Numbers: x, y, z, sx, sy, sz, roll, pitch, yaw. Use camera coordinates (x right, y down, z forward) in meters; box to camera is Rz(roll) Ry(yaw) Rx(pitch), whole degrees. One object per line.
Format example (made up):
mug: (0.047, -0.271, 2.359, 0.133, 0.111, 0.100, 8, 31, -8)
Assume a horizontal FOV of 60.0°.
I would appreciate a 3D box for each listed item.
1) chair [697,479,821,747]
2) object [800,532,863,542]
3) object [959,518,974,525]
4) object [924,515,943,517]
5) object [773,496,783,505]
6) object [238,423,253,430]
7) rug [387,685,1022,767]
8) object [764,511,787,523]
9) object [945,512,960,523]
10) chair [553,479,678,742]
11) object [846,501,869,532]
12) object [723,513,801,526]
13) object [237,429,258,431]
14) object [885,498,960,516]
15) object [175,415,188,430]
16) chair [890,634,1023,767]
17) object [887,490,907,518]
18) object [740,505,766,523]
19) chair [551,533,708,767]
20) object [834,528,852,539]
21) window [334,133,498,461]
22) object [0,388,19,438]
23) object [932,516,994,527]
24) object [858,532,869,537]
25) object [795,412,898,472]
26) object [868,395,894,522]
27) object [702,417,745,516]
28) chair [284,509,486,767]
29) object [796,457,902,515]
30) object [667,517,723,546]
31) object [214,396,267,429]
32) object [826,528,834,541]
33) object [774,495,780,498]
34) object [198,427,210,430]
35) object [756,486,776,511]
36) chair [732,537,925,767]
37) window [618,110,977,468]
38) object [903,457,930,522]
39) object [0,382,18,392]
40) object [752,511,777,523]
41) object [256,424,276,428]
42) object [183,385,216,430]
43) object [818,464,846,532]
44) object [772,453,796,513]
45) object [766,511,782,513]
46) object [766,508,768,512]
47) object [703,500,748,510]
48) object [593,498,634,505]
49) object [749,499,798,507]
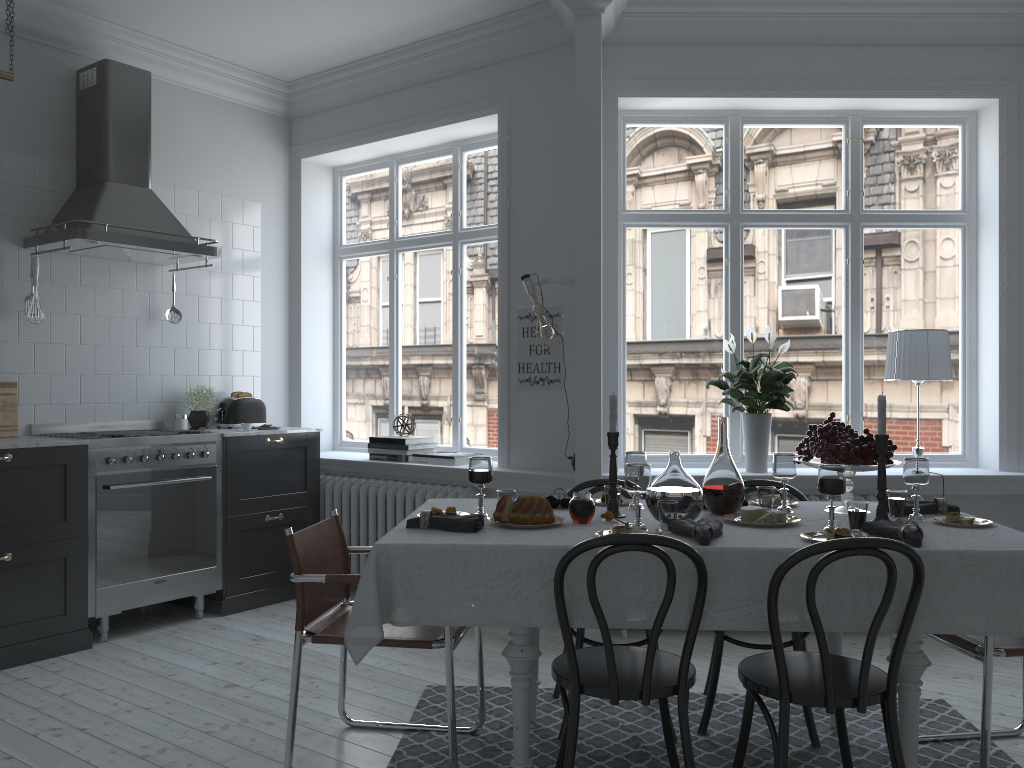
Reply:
chair: (0.977, 0.857, 3.489, 0.463, 0.909, 0.564, 0, 0, 15)
object: (0.957, 0.462, 2.647, 0.182, 0.013, 0.182, 0, 0, -38)
object: (1.516, 0.458, 2.960, 0.037, 0.021, 0.057, 0, 0, 37)
object: (1.471, 0.463, 3.116, 0.131, 0.012, 0.031, 0, 0, -1)
object: (1.004, 0.450, 3.415, 0.078, 0.040, 0.039, 0, 0, 12)
object: (-1.590, 0.257, 5.311, 0.070, 0.040, 0.072, 0, 0, 29)
rug: (0.643, 1.298, 2.917, 2.166, 0.021, 1.701, 0, 0, 5)
object: (0.878, 0.449, 2.951, 0.077, 0.040, 0.040, 0, 0, -34)
object: (1.486, 0.450, 2.990, 0.057, 0.037, 0.021, 0, 0, -32)
chair: (0.399, 0.857, 3.499, 0.463, 0.909, 0.564, 0, 0, 0)
object: (1.098, 0.422, 2.819, 0.066, 0.094, 0.066, 0, 0, 26)
object: (0.843, 0.461, 3.001, 0.251, 0.018, 0.251, 0, 0, 37)
object: (-1.589, 0.277, 5.312, 0.126, 0.008, 0.126, 0, 0, -27)
object: (1.474, 0.441, 3.231, 0.247, 0.061, 0.165, 0, 0, -14)
object: (-2.000, 0.233, 5.362, 0.072, 0.095, 0.072, 0, 0, -8)
chair: (1.694, 0.893, 3.014, 0.593, 0.837, 0.546, 0, 0, -8)
object: (1.354, 0.422, 3.120, 0.066, 0.094, 0.066, 0, 0, 26)
object: (0.806, 0.442, 2.992, 0.100, 0.056, 0.056, 0, 0, -36)
chair: (0.332, 0.856, 2.650, 0.463, 0.909, 0.564, 0, 0, 0)
object: (0.987, 0.449, 2.643, 0.036, 0.039, 0.051, 0, 0, -13)
window: (-0.574, -0.539, 5.883, 1.716, 2.080, 0.061, 0, 0, 37)
object: (-2.702, 0.150, 4.499, 0.053, 0.261, 0.360, 0, 0, 37)
object: (1.506, 0.463, 2.965, 0.182, 0.013, 0.182, 0, 0, -43)
object: (1.074, 0.463, 2.681, 0.031, 0.012, 0.131, 0, 0, 4)
object: (1.237, 0.210, 3.241, 0.318, 0.215, 0.347, 0, 0, -1)
object: (1.241, 0.253, 2.977, 0.089, 0.432, 0.089, 0, 0, -31)
object: (0.760, 0.295, 3.191, 0.152, 0.352, 0.152, 0, 0, -3)
chair: (-0.428, 0.893, 3.101, 0.593, 0.837, 0.546, 0, 0, 8)
object: (1.228, 0.375, 3.248, 0.367, 0.188, 0.367, 0, 0, -12)
object: (0.598, 0.440, 2.691, 0.165, 0.061, 0.247, 0, 0, -14)
object: (-1.744, 0.178, 5.683, 0.219, 0.207, 0.326, 0, 0, 42)
object: (0.946, 0.449, 2.640, 0.021, 0.037, 0.057, 0, 0, 18)
object: (1.008, 0.451, 3.457, 0.077, 0.039, 0.040, 0, 0, 7)
object: (-1.885, 0.272, 5.366, 0.062, 0.018, 0.091, 0, 0, 34)
object: (0.926, 0.422, 3.233, 0.066, 0.094, 0.066, 0, 0, -42)
chair: (0.900, 0.856, 2.588, 0.463, 0.909, 0.564, 0, 0, -5)
window: (1.615, -0.540, 5.080, 2.079, 2.080, 0.061, 0, 0, -1)
object: (1.389, 0.363, 3.047, 0.083, 0.215, 0.083, 0, 0, 42)
object: (-2.745, 0.135, 4.536, 0.030, 0.290, 0.400, 0, 0, 37)
object: (0.830, 0.437, 2.912, 0.078, 0.040, 0.039, 0, 0, 12)
object: (-1.532, 0.264, 5.515, 0.119, 0.031, 0.074, 0, 0, -20)
object: (-1.912, 0.139, 5.455, 0.210, 0.283, 0.220, 0, 0, -40)
object: (1.001, 0.363, 2.777, 0.083, 0.215, 0.083, 0, 0, 42)
object: (0.997, 0.364, 3.248, 0.083, 0.215, 0.083, 0, 0, 32)
object: (0.879, 0.450, 3.010, 0.077, 0.039, 0.040, 0, 0, 7)
object: (0.849, 0.447, 3.063, 0.077, 0.040, 0.039, 0, 0, 16)
object: (0.769, 0.441, 3.393, 0.165, 0.061, 0.247, 0, 0, -14)
object: (0.392, 0.463, 3.478, 0.182, 0.013, 0.182, 0, 0, 37)
object: (1.012, 0.463, 3.434, 0.182, 0.013, 0.182, 0, 0, 37)
